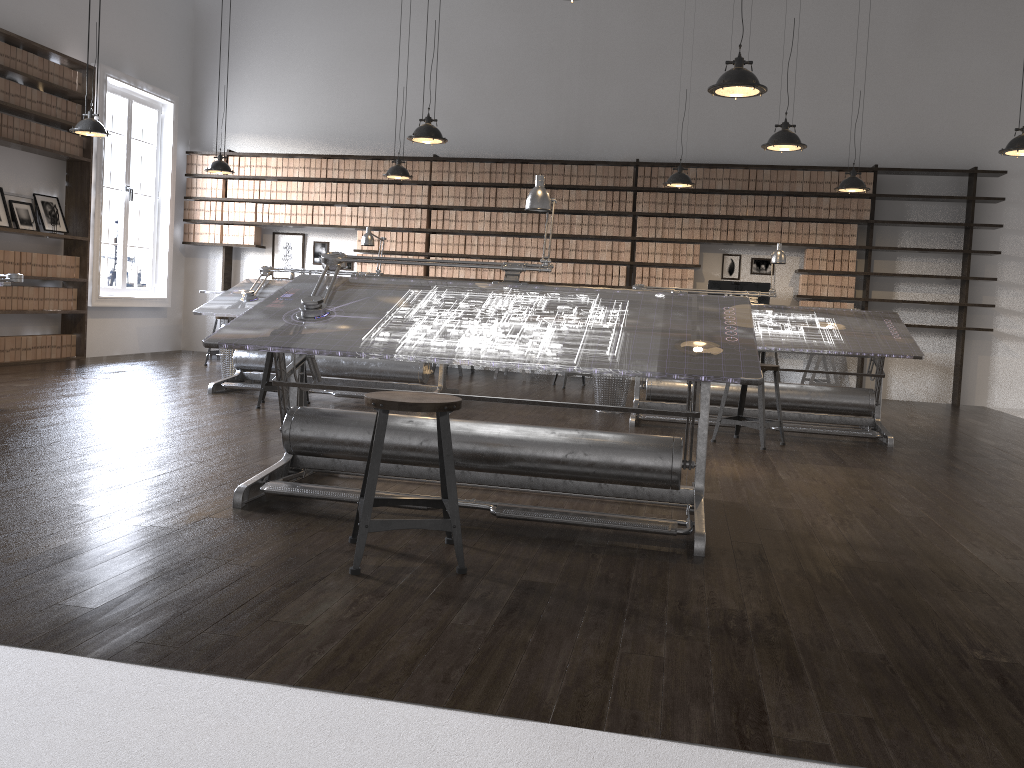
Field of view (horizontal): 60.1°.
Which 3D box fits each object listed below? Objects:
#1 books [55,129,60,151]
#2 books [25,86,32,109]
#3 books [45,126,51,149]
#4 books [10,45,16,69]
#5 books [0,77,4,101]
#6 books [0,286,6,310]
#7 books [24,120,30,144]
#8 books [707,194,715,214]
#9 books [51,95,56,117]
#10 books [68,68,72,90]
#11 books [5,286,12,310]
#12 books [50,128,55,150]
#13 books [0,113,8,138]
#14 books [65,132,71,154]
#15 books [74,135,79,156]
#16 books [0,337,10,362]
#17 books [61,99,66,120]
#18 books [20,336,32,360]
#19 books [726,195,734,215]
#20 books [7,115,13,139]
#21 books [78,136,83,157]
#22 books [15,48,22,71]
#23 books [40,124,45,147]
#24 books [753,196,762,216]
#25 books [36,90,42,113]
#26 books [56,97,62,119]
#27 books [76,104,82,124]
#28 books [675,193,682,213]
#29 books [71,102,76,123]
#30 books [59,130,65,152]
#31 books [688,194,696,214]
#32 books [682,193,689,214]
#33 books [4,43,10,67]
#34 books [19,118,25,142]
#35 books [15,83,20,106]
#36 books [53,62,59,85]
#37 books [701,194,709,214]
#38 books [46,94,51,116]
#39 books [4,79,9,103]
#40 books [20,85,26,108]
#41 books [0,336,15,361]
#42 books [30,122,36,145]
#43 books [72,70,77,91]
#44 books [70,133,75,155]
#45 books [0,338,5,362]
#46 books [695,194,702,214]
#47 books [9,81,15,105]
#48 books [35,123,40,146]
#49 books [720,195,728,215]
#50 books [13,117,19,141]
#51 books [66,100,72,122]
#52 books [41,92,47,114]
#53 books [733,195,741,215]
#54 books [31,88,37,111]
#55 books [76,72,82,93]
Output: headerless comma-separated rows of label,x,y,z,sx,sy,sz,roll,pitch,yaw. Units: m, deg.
books,-4.552,-2.395,8.722,0.174,0.225,0.067,4,3,11
books,-4.606,-2.672,8.306,0.174,0.225,0.067,4,3,11
books,-4.572,-2.383,8.583,0.174,0.225,0.067,4,3,11
books,-4.632,-2.972,8.090,0.174,0.225,0.067,4,3,11
books,-4.672,-2.644,7.973,0.174,0.225,0.067,4,3,11
books,-4.758,-0.798,8.149,0.174,0.225,0.067,4,3,11
books,-4.628,-2.361,8.319,0.174,0.225,0.067,4,3,11
books,2.173,-1.949,9.676,0.067,0.225,0.175,4,4,11
books,-4.547,-2.700,8.641,0.174,0.225,0.067,4,3,11
books,-4.489,-3.034,8.838,0.174,0.225,0.067,4,3,11
books,-4.743,-0.804,8.217,0.174,0.225,0.067,4,3,11
books,-4.563,-2.389,8.653,0.174,0.225,0.067,4,3,11
books,-4.678,-2.338,8.036,0.174,0.225,0.067,4,3,11
books,-4.518,-2.406,8.860,0.174,0.225,0.067,4,3,11
books,-4.497,-2.417,8.988,0.174,0.225,0.067,4,3,11
books,-4.765,-0.324,8.233,0.174,0.225,0.067,4,3,11
books,-4.521,-2.711,8.780,0.174,0.225,0.067,4,3,11
books,-4.715,-0.347,8.511,0.174,0.225,0.067,4,3,11
books,2.374,-1.935,9.638,0.067,0.225,0.175,4,4,11
books,-4.669,-2.344,8.111,0.174,0.225,0.067,4,3,11
books,-4.485,-2.423,9.057,0.174,0.225,0.067,4,3,11
books,-4.617,-2.978,8.163,0.174,0.225,0.067,4,3,11
books,-4.588,-2.377,8.512,0.174,0.225,0.067,4,3,11
books,2.652,-1.914,9.579,0.067,0.225,0.175,4,4,11
books,-4.584,-2.683,8.439,0.174,0.225,0.067,4,3,11
books,-4.529,-2.705,8.710,0.174,0.225,0.067,4,3,11
books,-4.476,-2.729,9.001,0.174,0.225,0.067,4,3,11
books,1.833,-1.974,9.742,0.067,0.225,0.175,4,4,11
books,-4.492,-2.723,8.927,0.174,0.225,0.067,4,3,11
books,-4.535,-2.400,8.789,0.174,0.225,0.067,4,3,11
books,1.972,-1.964,9.715,0.067,0.225,0.175,4,4,11
books,1.902,-1.969,9.725,0.067,0.225,0.175,4,4,11
books,-4.647,-2.966,8.022,0.174,0.225,0.067,4,3,11
books,-4.641,-2.356,8.250,0.174,0.225,0.067,4,3,11
books,-4.639,-2.660,8.169,0.174,0.225,0.067,4,3,11
books,-4.523,-3.018,8.644,0.174,0.225,0.067,4,3,11
books,2.107,-1.954,9.684,0.067,0.225,0.175,4,4,11
books,-4.560,-2.694,8.571,0.174,0.225,0.067,4,3,11
books,-4.662,-2.649,8.035,0.174,0.225,0.067,4,3,11
books,-4.624,-2.666,8.238,0.174,0.225,0.067,4,3,11
books,-4.759,-0.330,8.303,0.174,0.225,0.067,4,3,11
books,-4.610,-2.366,8.384,0.174,0.225,0.067,4,3,11
books,-4.476,-3.040,8.908,0.174,0.225,0.067,4,3,11
books,-4.505,-2.411,8.925,0.174,0.225,0.067,4,3,11
books,-4.782,-0.319,8.169,0.174,0.225,0.067,4,3,11
books,2.041,-1.959,9.702,0.067,0.225,0.175,4,4,11
books,-4.645,-2.654,8.100,0.174,0.225,0.067,4,3,11
books,-4.601,-2.372,8.451,0.174,0.225,0.067,4,3,11
books,2.305,-1.939,9.647,0.067,0.225,0.175,4,4,11
books,-4.651,-2.349,8.179,0.174,0.225,0.067,4,3,11
books,-4.501,-2.717,8.853,0.174,0.225,0.067,4,3,11
books,-4.567,-2.688,8.504,0.174,0.225,0.067,4,3,11
books,2.443,-1.930,9.627,0.067,0.225,0.175,4,4,11
books,-4.595,-2.677,8.377,0.174,0.225,0.067,4,3,11
books,-4.458,-3.046,8.976,0.174,0.225,0.067,4,3,11
